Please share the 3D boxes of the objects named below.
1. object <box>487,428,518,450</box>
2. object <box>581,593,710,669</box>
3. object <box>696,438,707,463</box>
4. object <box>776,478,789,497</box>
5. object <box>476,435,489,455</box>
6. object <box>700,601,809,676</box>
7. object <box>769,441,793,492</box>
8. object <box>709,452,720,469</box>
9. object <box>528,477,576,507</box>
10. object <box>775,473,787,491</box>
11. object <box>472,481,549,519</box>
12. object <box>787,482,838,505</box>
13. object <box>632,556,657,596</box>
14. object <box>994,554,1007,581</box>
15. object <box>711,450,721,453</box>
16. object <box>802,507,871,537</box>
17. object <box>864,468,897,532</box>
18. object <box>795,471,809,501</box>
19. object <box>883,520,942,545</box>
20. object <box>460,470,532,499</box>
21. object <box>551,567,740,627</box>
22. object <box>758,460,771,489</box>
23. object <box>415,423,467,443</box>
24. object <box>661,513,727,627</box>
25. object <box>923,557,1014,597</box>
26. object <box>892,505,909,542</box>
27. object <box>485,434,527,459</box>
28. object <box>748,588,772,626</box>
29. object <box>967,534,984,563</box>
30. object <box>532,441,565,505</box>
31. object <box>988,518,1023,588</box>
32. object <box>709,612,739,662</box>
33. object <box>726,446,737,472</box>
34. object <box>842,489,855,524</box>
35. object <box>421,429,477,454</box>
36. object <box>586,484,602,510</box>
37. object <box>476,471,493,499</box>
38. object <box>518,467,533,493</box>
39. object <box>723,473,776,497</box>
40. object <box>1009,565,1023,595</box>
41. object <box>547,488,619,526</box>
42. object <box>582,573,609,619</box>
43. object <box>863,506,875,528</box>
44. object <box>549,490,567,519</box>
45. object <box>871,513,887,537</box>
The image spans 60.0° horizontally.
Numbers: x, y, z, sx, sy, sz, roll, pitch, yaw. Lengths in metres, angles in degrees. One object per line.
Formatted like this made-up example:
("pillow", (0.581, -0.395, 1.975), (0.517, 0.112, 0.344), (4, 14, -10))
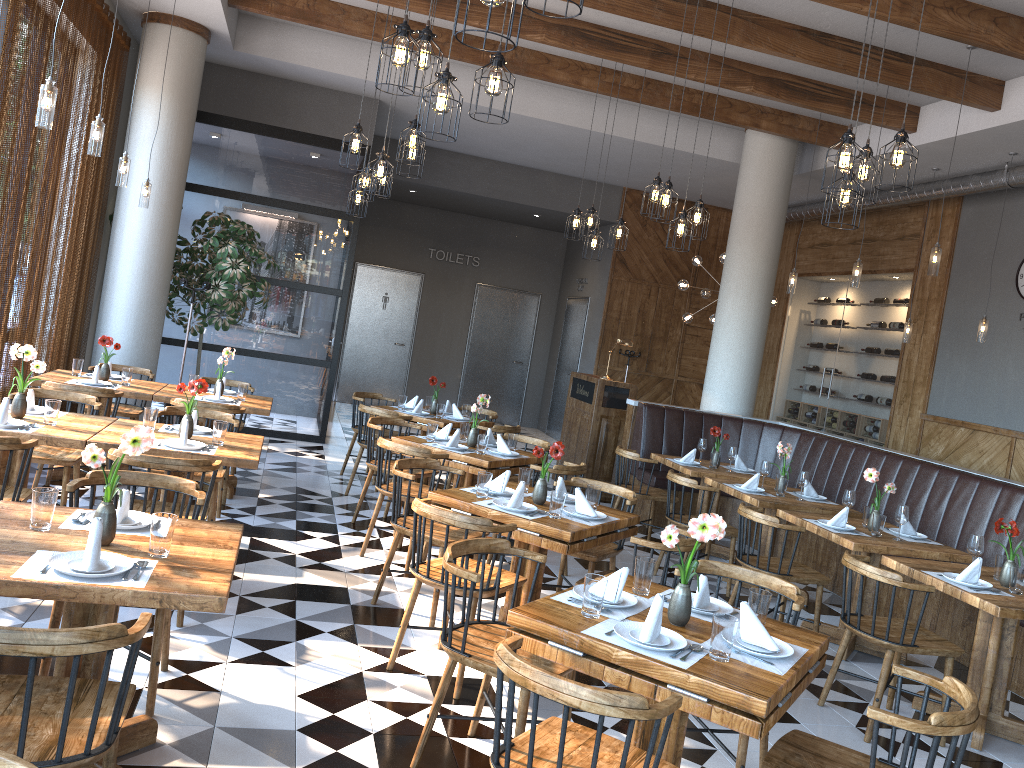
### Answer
("object", (-0.153, 0.406, 6.805), (0.353, 0.137, 0.271), (11, 3, 31))
("object", (0.441, 0.742, 2.797), (0.353, 0.137, 0.271), (11, 3, 31))
("object", (1.699, 0.598, 7.950), (0.081, 0.215, 0.081), (9, 1, -23))
("object", (2.013, 0.771, 6.610), (0.080, 0.132, 0.080), (8, 2, -29))
("object", (-0.212, 0.431, 6.272), (0.080, 0.132, 0.080), (9, 2, 1))
("object", (0.803, 0.796, 2.891), (0.273, 0.137, 0.351), (11, 4, 31))
("object", (2.046, 0.634, 6.730), (0.146, 0.400, 0.207), (9, 1, -7))
("object", (1.753, 0.665, 7.681), (0.080, 0.132, 0.080), (8, 2, -29))
("object", (0.289, 0.586, 4.998), (0.353, 0.137, 0.271), (11, 3, 31))
("object", (2.078, 0.767, 6.868), (0.080, 0.132, 0.080), (9, 2, -14))
("object", (0.021, 0.570, 4.538), (0.353, 0.137, 0.271), (11, 3, 31))
("object", (2.299, 0.805, 6.783), (0.271, 0.137, 0.353), (8, 3, -14))
("object", (0.492, 0.722, 3.325), (0.080, 0.132, 0.080), (11, 2, 41))
("object", (2.603, 0.981, 4.705), (0.080, 0.132, 0.080), (9, 2, -14))
("object", (1.818, 0.660, 7.939), (0.080, 0.132, 0.080), (9, 2, -14))
("object", (2.055, 0.837, 5.589), (0.271, 0.137, 0.353), (8, 3, -14))
("object", (2.331, 0.744, 5.671), (0.206, 0.400, 0.146), (9, 1, -12))
("object", (2.149, 0.755, 6.558), (0.081, 0.215, 0.081), (10, 1, 17))
("object", (2.560, 0.912, 5.707), (0.271, 0.137, 0.353), (8, 3, -14))
("object", (-0.074, 0.533, 4.903), (0.273, 0.137, 0.351), (11, 4, 31))
("object", (0.533, 0.734, 3.181), (0.579, 0.137, 0.581), (11, 4, 31))
("object", (1.959, 0.705, 6.879), (0.081, 0.215, 0.081), (9, 1, -23))
("object", (-0.516, 0.353, 6.711), (0.273, 0.137, 0.351), (11, 4, 31))
("object", (0.592, 0.622, 2.994), (0.207, 0.400, 0.146), (9, 1, 5))
("object", (2.319, 0.945, 4.500), (0.271, 0.137, 0.353), (8, 3, -14))
("object", (2.409, 0.861, 5.489), (0.081, 0.215, 0.081), (10, 2, 39))
("object", (-0.058, 0.443, 6.440), (0.273, 0.137, 0.351), (11, 4, 31))
("object", (0.863, 0.794, 3.114), (0.080, 0.132, 0.080), (11, 2, 41))
("object", (2.477, 0.916, 4.748), (0.081, 0.215, 0.081), (9, 1, -6))
("object", (0.193, 0.476, 4.735), (0.171, 0.355, 0.155), (10, 2, 41))
("object", (2.546, 0.867, 4.573), (0.171, 0.355, 0.156), (9, 1, -11))
("object", (0.648, 0.783, 2.730), (0.080, 0.132, 0.080), (8, 2, -39))
("object", (1.889, 0.648, 7.629), (0.081, 0.215, 0.081), (10, 1, 17))
("object", (2.212, 0.808, 5.838), (0.081, 0.215, 0.081), (10, 2, 39))
("object", (-0.421, 0.390, 6.345), (0.353, 0.137, 0.271), (11, 3, 31))
("object", (0.441, 0.622, 4.852), (0.080, 0.132, 0.080), (9, 2, -9))
("object", (-0.151, 0.536, 4.690), (0.080, 0.132, 0.080), (9, 2, -9))
("object", (0.070, 0.549, 5.064), (0.080, 0.132, 0.080), (9, 2, -9))
("object", (1.793, 0.730, 6.665), (0.271, 0.137, 0.353), (8, 3, -14))
("object", (2.538, 0.986, 4.447), (0.080, 0.132, 0.080), (8, 2, -29))
("object", (0.384, 0.623, 4.633), (0.273, 0.137, 0.351), (11, 4, 31))
("object", (0.272, 0.708, 2.952), (0.080, 0.132, 0.080), (8, 2, -39))
("object", (2.337, 0.873, 5.799), (0.080, 0.132, 0.080), (9, 2, -14))
("object", (0.226, 0.610, 4.468), (0.080, 0.132, 0.080), (9, 2, 1))
("object", (2.278, 0.880, 5.516), (0.080, 0.132, 0.080), (9, 2, -9))
